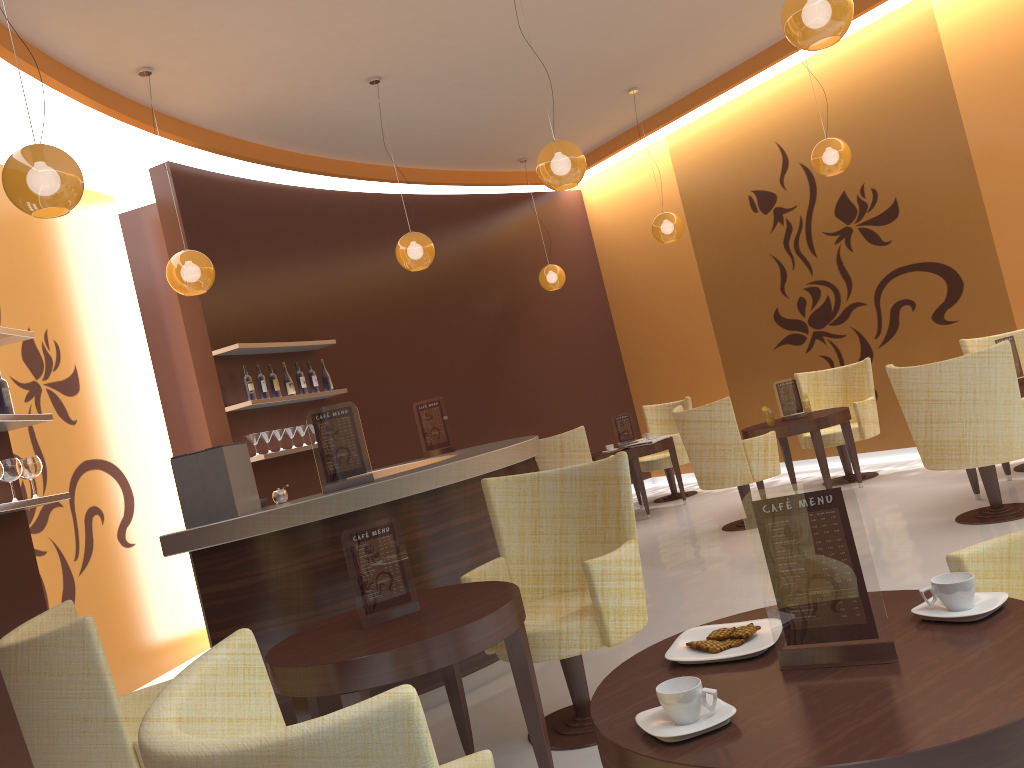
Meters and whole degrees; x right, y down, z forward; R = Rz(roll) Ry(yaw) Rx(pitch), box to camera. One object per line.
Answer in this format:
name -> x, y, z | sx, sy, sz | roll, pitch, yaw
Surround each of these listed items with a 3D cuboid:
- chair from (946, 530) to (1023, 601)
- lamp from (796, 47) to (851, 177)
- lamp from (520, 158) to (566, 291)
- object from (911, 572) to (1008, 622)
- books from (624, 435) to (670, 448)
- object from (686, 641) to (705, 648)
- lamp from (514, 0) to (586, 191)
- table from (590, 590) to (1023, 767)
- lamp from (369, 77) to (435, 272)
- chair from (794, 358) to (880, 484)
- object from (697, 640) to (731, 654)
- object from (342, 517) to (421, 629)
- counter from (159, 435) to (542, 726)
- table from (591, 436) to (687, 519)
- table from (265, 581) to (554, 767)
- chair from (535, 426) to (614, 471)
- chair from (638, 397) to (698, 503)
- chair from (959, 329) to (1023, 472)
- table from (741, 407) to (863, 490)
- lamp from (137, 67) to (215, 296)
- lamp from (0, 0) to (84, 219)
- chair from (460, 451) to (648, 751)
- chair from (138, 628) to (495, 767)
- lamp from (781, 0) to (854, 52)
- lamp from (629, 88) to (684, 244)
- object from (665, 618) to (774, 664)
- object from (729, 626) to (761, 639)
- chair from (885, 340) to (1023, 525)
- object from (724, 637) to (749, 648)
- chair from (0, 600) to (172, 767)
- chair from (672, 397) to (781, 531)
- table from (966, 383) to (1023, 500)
chair -> 1.363, 0.510, 1.902 | 0.685, 1.017, 0.729 | -13, -2, -4
lamp -> 2.352, -2.373, 6.964 | 0.299, 1.500, 0.299 | -13, -2, -11
lamp -> 0.300, -1.776, 9.861 | 0.299, 1.500, 0.299 | -12, -2, -36
object -> 0.870, 0.412, 1.733 | 0.153, 0.069, 0.153 | -12, -2, -36
books -> 1.321, 0.563, 8.632 | 0.345, 0.035, 0.367 | -15, -3, 44
object -> 0.398, 0.548, 1.867 | 0.052, 0.018, 0.055 | -13, -2, -12
lamp -> 0.147, -1.899, 5.304 | 0.299, 1.500, 0.299 | -15, -2, 32
table -> 0.649, 0.847, 1.644 | 0.872, 0.679, 0.874 | -14, -2, 10
lamp -> -0.879, -1.601, 6.753 | 0.299, 1.500, 0.299 | -13, -2, -18
chair -> 2.923, 0.345, 7.925 | 0.729, 1.017, 0.685 | -15, -3, 42
object -> 0.415, 0.540, 1.825 | 0.051, 0.018, 0.054 | -12, -2, -38
object -> -0.449, 0.638, 3.023 | 0.209, 0.335, 0.042 | -13, -2, -22
counter -> -0.489, 1.034, 5.321 | 1.586, 1.100, 2.917 | -14, -2, 9
table -> 1.247, 0.955, 8.824 | 0.872, 0.679, 0.874 | -14, -2, 0
table -> -0.318, 1.128, 2.995 | 0.872, 0.679, 0.874 | -14, -2, 10
chair -> 0.626, 0.912, 8.298 | 0.685, 1.017, 0.729 | -12, -3, -39
chair -> 1.666, 0.703, 9.493 | 0.685, 1.017, 0.729 | -12, -2, -37
chair -> 3.803, 0.082, 6.481 | 0.729, 1.017, 0.685 | -14, -2, 22
table -> 2.419, 0.620, 7.347 | 0.872, 0.679, 0.874 | -13, -2, -5
lamp -> -2.217, -1.314, 5.745 | 0.299, 1.500, 0.299 | -13, -2, -18
lamp -> -2.057, -1.426, 3.645 | 0.299, 1.500, 0.299 | -15, -2, 32
chair -> 0.208, 0.847, 3.572 | 0.729, 1.017, 0.685 | -15, -2, 32
chair -> -0.058, 0.829, 1.241 | 0.685, 1.017, 0.729 | -12, -2, -33
lamp -> 1.174, -2.198, 3.856 | 0.299, 1.500, 0.299 | -13, -2, -26
lamp -> 1.326, -2.075, 8.412 | 0.299, 1.500, 0.299 | -14, -2, 6
object -> 0.448, 0.544, 1.867 | 0.234, 0.020, 0.234 | -14, -2, 25
object -> 0.487, 0.519, 1.853 | 0.052, 0.016, 0.055 | -12, -2, -37
chair -> 2.760, 0.292, 5.287 | 0.685, 1.017, 0.729 | -12, -3, -39
object -> 0.460, 0.537, 1.842 | 0.054, 0.018, 0.051 | -15, -3, 41
chair -> -1.019, 1.108, 2.580 | 0.685, 1.017, 0.729 | -12, -2, -29
chair -> 1.713, 0.601, 6.910 | 0.685, 1.017, 0.729 | -13, -2, -19
table -> 3.380, 0.335, 5.812 | 0.872, 0.679, 0.874 | -14, -2, 0
